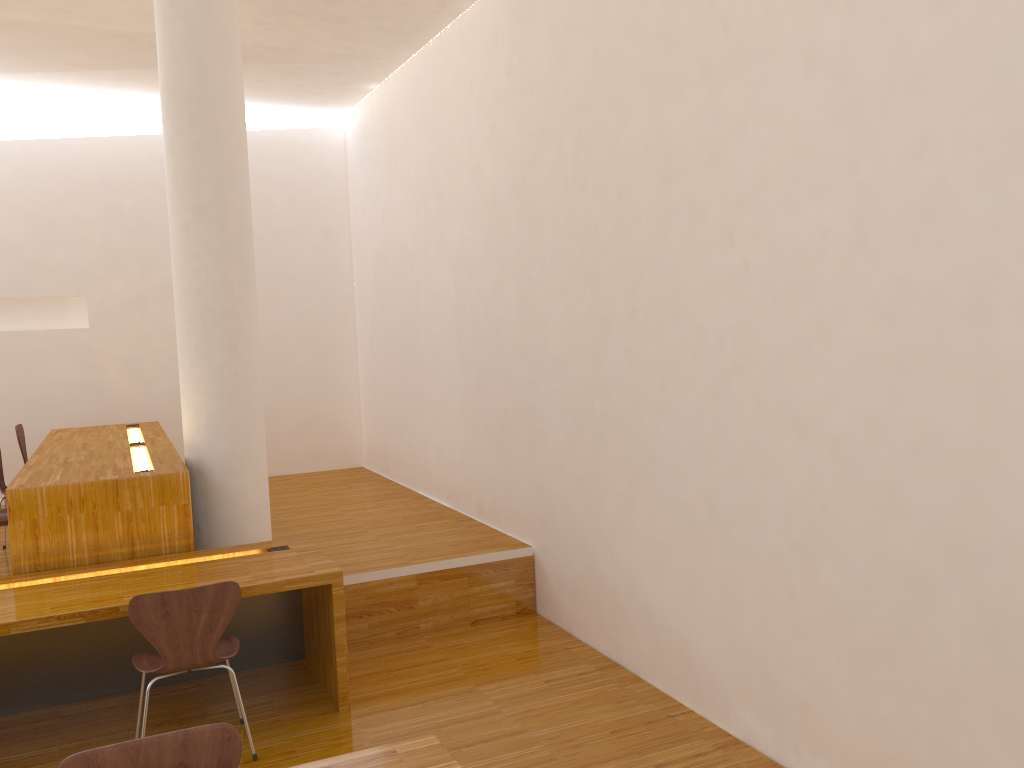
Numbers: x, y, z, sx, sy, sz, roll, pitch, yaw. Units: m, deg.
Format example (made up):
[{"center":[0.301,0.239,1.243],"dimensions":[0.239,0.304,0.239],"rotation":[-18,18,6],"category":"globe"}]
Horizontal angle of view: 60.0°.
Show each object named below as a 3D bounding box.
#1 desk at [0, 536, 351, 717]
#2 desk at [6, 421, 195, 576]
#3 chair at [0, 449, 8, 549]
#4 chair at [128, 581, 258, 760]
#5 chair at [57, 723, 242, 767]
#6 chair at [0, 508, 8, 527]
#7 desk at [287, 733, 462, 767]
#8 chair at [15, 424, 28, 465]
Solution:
[{"center":[-2.301,1.175,3.432],"dimensions":[3.185,0.606,0.760],"rotation":[-4,4,-24],"category":"desk"},{"center":[-2.510,0.681,5.506],"dimensions":[0.760,0.606,3.185],"rotation":[-4,4,-24],"category":"desk"},{"center":[-2.909,0.670,5.352],"dimensions":[0.381,0.693,0.428],"rotation":[-4,4,-24],"category":"chair"},{"center":[-1.245,1.080,3.410],"dimensions":[0.428,0.693,0.381],"rotation":[-4,4,-24],"category":"chair"},{"center":[-0.729,1.149,1.861],"dimensions":[0.428,0.693,0.381],"rotation":[-4,4,-24],"category":"chair"},{"center":[-2.511,0.705,4.467],"dimensions":[0.381,0.693,0.428],"rotation":[-4,4,-24],"category":"chair"},{"center":[-1.382,1.438,0.950],"dimensions":[3.236,0.918,1.285],"rotation":[-4,4,-24],"category":"desk"},{"center":[-3.333,0.627,6.388],"dimensions":[0.381,0.693,0.428],"rotation":[-4,4,-24],"category":"chair"}]
